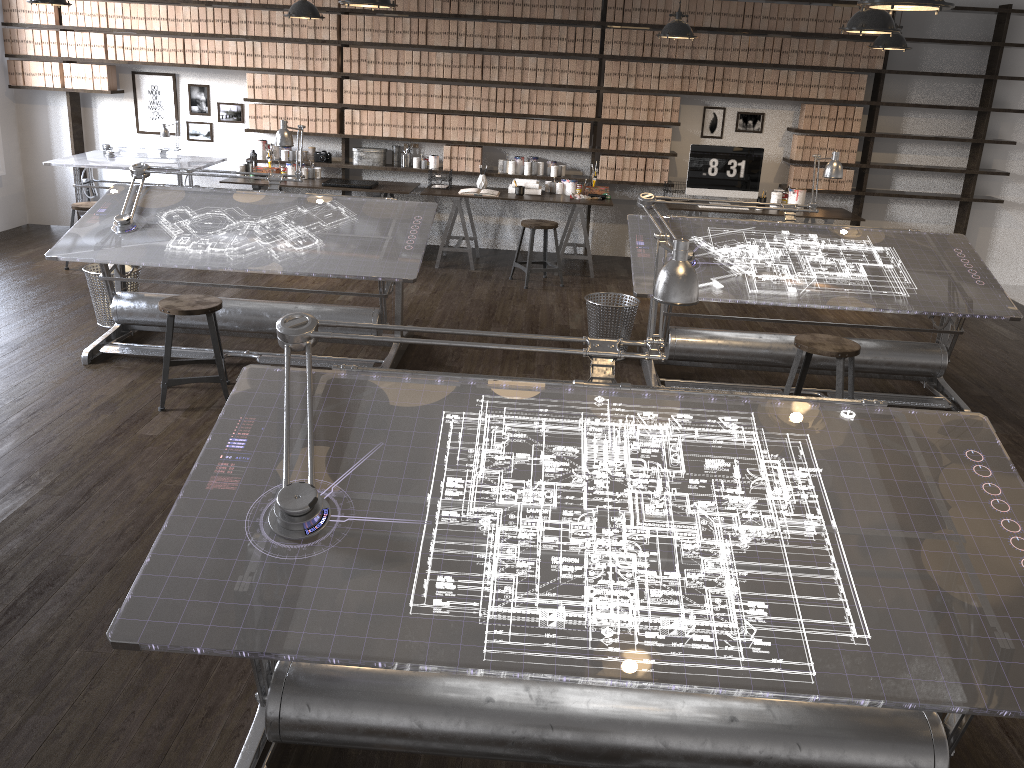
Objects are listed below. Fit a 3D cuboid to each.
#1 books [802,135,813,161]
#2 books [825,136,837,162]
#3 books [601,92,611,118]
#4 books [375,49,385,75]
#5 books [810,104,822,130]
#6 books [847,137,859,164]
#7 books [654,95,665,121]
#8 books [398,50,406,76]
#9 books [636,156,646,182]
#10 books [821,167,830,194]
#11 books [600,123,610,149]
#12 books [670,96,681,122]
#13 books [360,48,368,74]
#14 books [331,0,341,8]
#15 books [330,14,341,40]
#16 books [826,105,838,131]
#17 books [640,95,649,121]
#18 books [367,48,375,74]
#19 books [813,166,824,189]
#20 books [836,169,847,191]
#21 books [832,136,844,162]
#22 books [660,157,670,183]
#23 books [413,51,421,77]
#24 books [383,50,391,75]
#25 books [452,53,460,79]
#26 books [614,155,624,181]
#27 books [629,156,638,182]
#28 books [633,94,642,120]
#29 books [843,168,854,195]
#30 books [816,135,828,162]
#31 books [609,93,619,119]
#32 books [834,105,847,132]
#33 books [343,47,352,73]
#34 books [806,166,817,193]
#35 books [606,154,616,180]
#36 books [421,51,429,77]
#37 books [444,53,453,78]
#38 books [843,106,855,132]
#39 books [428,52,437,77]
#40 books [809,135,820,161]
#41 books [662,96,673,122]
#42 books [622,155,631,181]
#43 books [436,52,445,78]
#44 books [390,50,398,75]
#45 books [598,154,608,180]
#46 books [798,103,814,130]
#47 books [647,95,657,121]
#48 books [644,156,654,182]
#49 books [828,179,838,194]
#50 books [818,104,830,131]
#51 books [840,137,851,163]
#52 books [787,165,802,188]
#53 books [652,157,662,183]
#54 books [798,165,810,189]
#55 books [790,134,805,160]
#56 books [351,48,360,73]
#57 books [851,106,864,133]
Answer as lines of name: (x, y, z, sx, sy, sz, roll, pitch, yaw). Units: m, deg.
books: (2.668, -2.150, 8.069, 0.067, 0.222, 0.177, 4, 18, 2)
books: (2.879, -2.134, 8.057, 0.067, 0.222, 0.177, 4, 18, 2)
books: (0.853, -2.531, 8.053, 0.067, 0.222, 0.177, 4, 18, 2)
books: (-1.191, -2.922, 8.043, 0.067, 0.222, 0.177, 4, 18, 2)
books: (2.720, -2.406, 7.988, 0.067, 0.222, 0.177, 4, 18, 2)
books: (3.078, -2.123, 8.055, 0.067, 0.222, 0.177, 4, 18, 2)
books: (1.332, -2.498, 8.036, 0.067, 0.222, 0.177, 4, 18, 2)
books: (-0.987, -2.908, 8.035, 0.067, 0.222, 0.177, 4, 18, 2)
books: (1.189, -1.986, 8.197, 0.067, 0.222, 0.177, 4, 18, 2)
books: (2.862, -1.875, 8.140, 0.067, 0.222, 0.177, 4, 18, 2)
books: (0.856, -2.271, 8.133, 0.067, 0.222, 0.177, 4, 18, 2)
books: (1.474, -2.489, 8.031, 0.067, 0.222, 0.177, 4, 18, 2)
books: (-1.333, -2.932, 8.048, 0.067, 0.222, 0.177, 4, 18, 2)
books: (-1.562, -3.465, 7.888, 0.067, 0.222, 0.177, 4, 18, 2)
books: (-1.583, -3.206, 7.971, 0.067, 0.222, 0.177, 4, 18, 2)
books: (2.862, -2.397, 7.984, 0.067, 0.222, 0.177, 4, 18, 2)
books: (1.194, -2.506, 8.035, 0.067, 0.222, 0.177, 4, 18, 2)
books: (-1.262, -2.925, 8.041, 0.067, 0.222, 0.177, 4, 18, 2)
books: (2.795, -1.879, 8.144, 0.067, 0.222, 0.177, 4, 18, 2)
books: (3.001, -1.867, 8.141, 0.067, 0.222, 0.177, 4, 18, 2)
books: (2.945, -2.130, 8.055, 0.067, 0.222, 0.177, 4, 18, 2)
books: (1.406, -1.973, 8.194, 0.067, 0.222, 0.177, 4, 18, 2)
books: (-0.852, -2.898, 8.027, 0.067, 0.222, 0.177, 4, 18, 2)
books: (-1.120, -2.917, 8.040, 0.067, 0.222, 0.177, 4, 18, 2)
books: (-0.498, -2.874, 8.013, 0.067, 0.222, 0.177, 4, 18, 2)
books: (0.987, -1.999, 8.203, 0.067, 0.222, 0.177, 4, 18, 2)
books: (1.116, -1.993, 8.205, 0.067, 0.222, 0.177, 4, 18, 2)
books: (1.128, -2.512, 8.041, 0.067, 0.222, 0.177, 4, 18, 2)
books: (3.066, -1.860, 8.132, 0.067, 0.222, 0.177, 4, 18, 2)
books: (2.807, -2.140, 8.063, 0.067, 0.222, 0.177, 4, 18, 2)
books: (0.923, -2.525, 8.049, 0.067, 0.222, 0.177, 4, 18, 2)
books: (2.936, -2.390, 7.976, 0.067, 0.222, 0.177, 4, 18, 2)
books: (-1.481, -2.942, 8.053, 0.067, 0.222, 0.177, 4, 18, 2)
books: (2.733, -1.884, 8.148, 0.067, 0.222, 0.177, 4, 18, 2)
books: (0.915, -2.004, 8.205, 0.067, 0.222, 0.177, 4, 18, 2)
books: (-0.782, -2.894, 8.028, 0.067, 0.222, 0.177, 4, 18, 2)
books: (-0.570, -2.879, 8.016, 0.067, 0.222, 0.177, 4, 18, 2)
books: (3.010, -2.387, 7.979, 0.067, 0.222, 0.177, 4, 18, 2)
books: (-0.712, -2.890, 8.027, 0.067, 0.222, 0.177, 4, 18, 2)
books: (2.737, -2.146, 8.069, 0.067, 0.222, 0.177, 4, 18, 2)
books: (1.403, -2.492, 8.029, 0.067, 0.222, 0.177, 4, 18, 2)
books: (1.050, -1.996, 8.205, 0.067, 0.222, 0.177, 4, 18, 2)
books: (-0.642, -2.885, 8.021, 0.067, 0.222, 0.177, 4, 18, 2)
books: (-1.053, -2.911, 8.032, 0.067, 0.222, 0.177, 4, 18, 2)
books: (0.843, -2.010, 8.211, 0.067, 0.222, 0.177, 4, 18, 2)
books: (2.649, -2.411, 7.990, 0.067, 0.222, 0.177, 4, 18, 2)
books: (1.262, -2.503, 8.038, 0.067, 0.222, 0.177, 4, 18, 2)
books: (1.264, -1.983, 8.200, 0.067, 0.222, 0.177, 4, 18, 2)
books: (2.932, -1.871, 8.141, 0.067, 0.222, 0.177, 4, 18, 2)
books: (2.790, -2.400, 7.982, 0.067, 0.222, 0.177, 4, 18, 2)
books: (3.008, -2.127, 8.057, 0.067, 0.222, 0.177, 4, 18, 2)
books: (2.599, -1.894, 8.153, 0.067, 0.222, 0.177, 4, 18, 2)
books: (1.335, -1.976, 8.193, 0.067, 0.222, 0.177, 4, 18, 2)
books: (2.666, -1.887, 8.146, 0.067, 0.222, 0.177, 4, 18, 2)
books: (2.597, -2.153, 8.068, 0.067, 0.222, 0.177, 4, 18, 2)
books: (-1.408, -2.935, 8.045, 0.067, 0.222, 0.177, 4, 18, 2)
books: (3.086, -2.381, 7.974, 0.067, 0.222, 0.177, 4, 18, 2)
